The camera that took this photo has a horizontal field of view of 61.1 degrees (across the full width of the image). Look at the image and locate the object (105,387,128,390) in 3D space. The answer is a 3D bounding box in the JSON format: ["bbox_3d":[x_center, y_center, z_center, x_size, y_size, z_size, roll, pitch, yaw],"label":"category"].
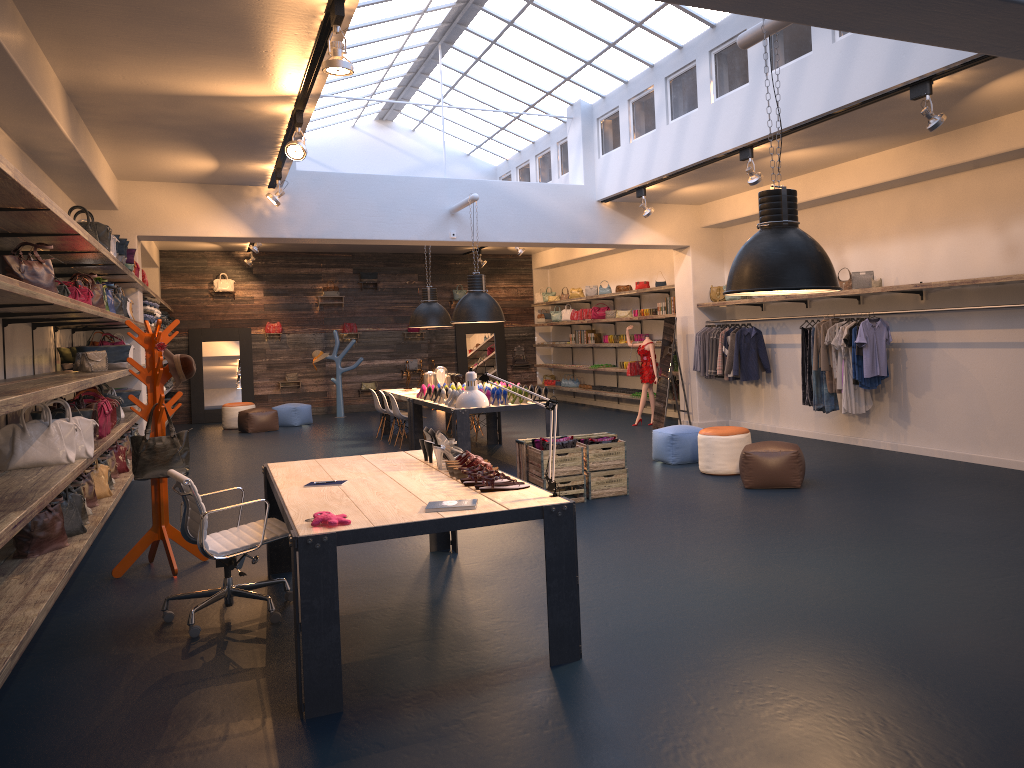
[{"bbox_3d":[-4.625,0.170,9.937,0.453,0.235,0.163,-4,2,-40],"label":"object"}]

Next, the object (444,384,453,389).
[{"bbox_3d":[-0.848,0.100,11.547,0.213,0.195,0.229,-2,2,-18],"label":"object"}]

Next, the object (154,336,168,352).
[{"bbox_3d":[-2.399,-0.276,5.932,0.084,0.112,0.060,-3,1,-41],"label":"object"}]

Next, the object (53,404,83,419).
[{"bbox_3d":[-2.888,0.294,5.641,0.248,0.329,0.103,-2,0,-18],"label":"object"}]

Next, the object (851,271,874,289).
[{"bbox_3d":[4.283,-1.264,10.611,0.259,0.230,0.083,-1,0,24],"label":"object"}]

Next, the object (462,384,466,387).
[{"bbox_3d":[-0.624,0.087,11.650,0.214,0.195,0.227,-2,2,-21],"label":"object"}]

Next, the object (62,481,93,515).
[{"bbox_3d":[-3.077,0.748,5.913,0.170,0.367,0.402,-2,1,22],"label":"object"}]

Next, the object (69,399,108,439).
[{"bbox_3d":[-3.182,0.270,6.497,0.272,0.300,0.327,-2,1,7],"label":"object"}]

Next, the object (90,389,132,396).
[{"bbox_3d":[-4.372,0.186,9.479,0.163,0.235,0.453,-1,2,44],"label":"object"}]

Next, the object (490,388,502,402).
[{"bbox_3d":[-0.209,0.138,10.431,0.214,0.195,0.227,-2,2,-21],"label":"object"}]

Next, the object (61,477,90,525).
[{"bbox_3d":[-2.884,0.771,5.618,0.206,0.339,0.395,-2,2,21],"label":"object"}]

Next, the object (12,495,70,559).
[{"bbox_3d":[-2.688,0.797,4.980,0.208,0.339,0.391,-2,2,18],"label":"object"}]

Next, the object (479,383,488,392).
[{"bbox_3d":[-0.415,0.077,11.722,0.216,0.195,0.225,-3,2,-26],"label":"object"}]

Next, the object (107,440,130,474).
[{"bbox_3d":[-3.716,0.644,7.999,0.185,0.386,0.443,-2,1,18],"label":"object"}]

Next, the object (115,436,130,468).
[{"bbox_3d":[-3.798,0.659,8.295,0.206,0.339,0.395,-2,2,21],"label":"object"}]

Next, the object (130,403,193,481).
[{"bbox_3d":[-2.389,0.391,5.904,0.396,0.524,0.190,-2,0,-17],"label":"object"}]

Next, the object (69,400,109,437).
[{"bbox_3d":[-3.242,0.273,6.578,0.231,0.298,0.273,-1,1,34],"label":"object"}]

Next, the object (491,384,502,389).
[{"bbox_3d":[-0.218,0.095,11.256,0.214,0.195,0.227,-2,2,-21],"label":"object"}]

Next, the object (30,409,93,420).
[{"bbox_3d":[-2.967,0.314,5.753,0.343,0.285,0.180,-2,1,-5],"label":"object"}]

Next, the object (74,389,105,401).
[{"bbox_3d":[-3.425,0.224,7.020,0.203,0.362,0.264,-2,1,31],"label":"object"}]

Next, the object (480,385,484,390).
[{"bbox_3d":[-0.460,0.107,11.170,0.221,0.195,0.227,-3,2,-22],"label":"object"}]

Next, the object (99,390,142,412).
[{"bbox_3d":[-4.162,0.191,9.206,0.453,0.232,0.163,-4,2,-40],"label":"object"}]

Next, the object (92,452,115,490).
[{"bbox_3d":[-3.365,0.712,7.027,0.206,0.339,0.395,-2,2,21],"label":"object"}]

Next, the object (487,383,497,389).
[{"bbox_3d":[-0.287,0.083,11.513,0.214,0.195,0.227,-2,2,-21],"label":"object"}]

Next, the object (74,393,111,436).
[{"bbox_3d":[-3.264,0.244,6.710,0.242,0.342,0.275,-2,1,10],"label":"object"}]

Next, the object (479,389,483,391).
[{"bbox_3d":[-0.429,0.152,10.302,0.214,0.195,0.227,-2,2,-21],"label":"object"}]

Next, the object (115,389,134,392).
[{"bbox_3d":[-4.272,0.188,9.334,0.163,0.232,0.453,-1,2,42],"label":"object"}]

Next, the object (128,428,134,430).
[{"bbox_3d":[-4.460,0.579,9.966,0.170,0.367,0.402,-2,1,22],"label":"object"}]

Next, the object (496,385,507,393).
[{"bbox_3d":[-0.158,0.108,10.973,0.214,0.195,0.227,-2,2,-21],"label":"object"}]

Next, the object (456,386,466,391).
[{"bbox_3d":[-0.657,0.121,11.033,0.214,0.195,0.227,-2,2,-21],"label":"object"}]

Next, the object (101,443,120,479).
[{"bbox_3d":[-3.602,0.686,7.657,0.208,0.339,0.391,-2,2,18],"label":"object"}]

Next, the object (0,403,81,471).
[{"bbox_3d":[-2.756,0.288,5.051,0.462,0.386,0.176,-3,1,-43],"label":"object"}]

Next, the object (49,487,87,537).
[{"bbox_3d":[-2.804,0.756,5.324,0.184,0.386,0.443,-2,1,19],"label":"object"}]

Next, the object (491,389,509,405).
[{"bbox_3d":[-0.136,0.150,10.166,0.211,0.195,0.231,-2,2,-14],"label":"object"}]

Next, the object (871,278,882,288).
[{"bbox_3d":[4.348,-1.206,10.355,0.126,0.133,0.084,-2,1,13],"label":"object"}]

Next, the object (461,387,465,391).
[{"bbox_3d":[-0.576,0.132,10.784,0.211,0.195,0.231,-2,2,-14],"label":"object"}]

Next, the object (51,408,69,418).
[{"bbox_3d":[-2.887,0.309,5.508,0.356,0.309,0.147,-2,0,-15],"label":"object"}]

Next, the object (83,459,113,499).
[{"bbox_3d":[-3.262,0.699,6.671,0.185,0.386,0.443,-2,1,18],"label":"object"}]

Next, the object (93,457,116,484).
[{"bbox_3d":[-3.547,0.691,7.290,0.170,0.367,0.402,-2,1,22],"label":"object"}]

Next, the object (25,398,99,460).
[{"bbox_3d":[-2.761,0.276,5.288,0.462,0.386,0.176,-3,1,-43],"label":"object"}]

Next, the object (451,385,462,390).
[{"bbox_3d":[-0.736,0.110,11.296,0.214,0.195,0.227,-2,2,-21],"label":"object"}]

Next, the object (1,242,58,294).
[{"bbox_3d":[-2.750,-0.650,4.991,0.208,0.339,0.391,-2,2,18],"label":"object"}]

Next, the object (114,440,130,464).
[{"bbox_3d":[-3.991,0.637,8.590,0.170,0.367,0.402,-2,1,22],"label":"object"}]

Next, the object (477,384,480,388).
[{"bbox_3d":[-0.510,0.096,11.415,0.214,0.195,0.227,-2,2,-21],"label":"object"}]

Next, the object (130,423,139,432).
[{"bbox_3d":[-4.278,0.601,9.703,0.206,0.339,0.395,-2,2,21],"label":"object"}]

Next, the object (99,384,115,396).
[{"bbox_3d":[-4.144,0.164,8.877,0.102,0.329,0.250,-2,1,26],"label":"object"}]

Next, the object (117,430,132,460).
[{"bbox_3d":[-4.044,0.632,8.953,0.208,0.339,0.391,-2,2,18],"label":"object"}]

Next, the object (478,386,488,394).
[{"bbox_3d":[-0.377,0.119,10.891,0.214,0.195,0.227,-2,2,-21],"label":"object"}]

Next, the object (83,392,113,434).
[{"bbox_3d":[-3.298,0.240,6.810,0.242,0.342,0.275,-2,1,10],"label":"object"}]

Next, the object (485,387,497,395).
[{"bbox_3d":[-0.271,0.128,10.670,0.215,0.195,0.226,-3,2,-24],"label":"object"}]

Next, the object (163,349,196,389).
[{"bbox_3d":[-2.331,-0.109,6.112,0.192,0.290,0.258,-2,1,-14],"label":"object"}]

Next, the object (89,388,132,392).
[{"bbox_3d":[-4.445,0.180,9.641,0.453,0.235,0.163,-4,2,-42],"label":"object"}]

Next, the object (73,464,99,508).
[{"bbox_3d":[-3.130,0.743,6.276,0.208,0.339,0.391,-2,2,18],"label":"object"}]

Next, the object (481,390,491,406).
[{"bbox_3d":[-0.340,0.163,10.049,0.216,0.195,0.226,-3,2,-24],"label":"object"}]

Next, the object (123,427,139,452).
[{"bbox_3d":[-4.167,0.587,9.349,0.186,0.386,0.439,-2,1,15],"label":"object"}]

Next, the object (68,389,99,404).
[{"bbox_3d":[-3.391,0.228,6.919,0.203,0.362,0.264,-2,1,31],"label":"object"}]

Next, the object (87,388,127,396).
[{"bbox_3d":[-4.557,0.177,9.769,0.163,0.235,0.453,-1,2,44],"label":"object"}]
